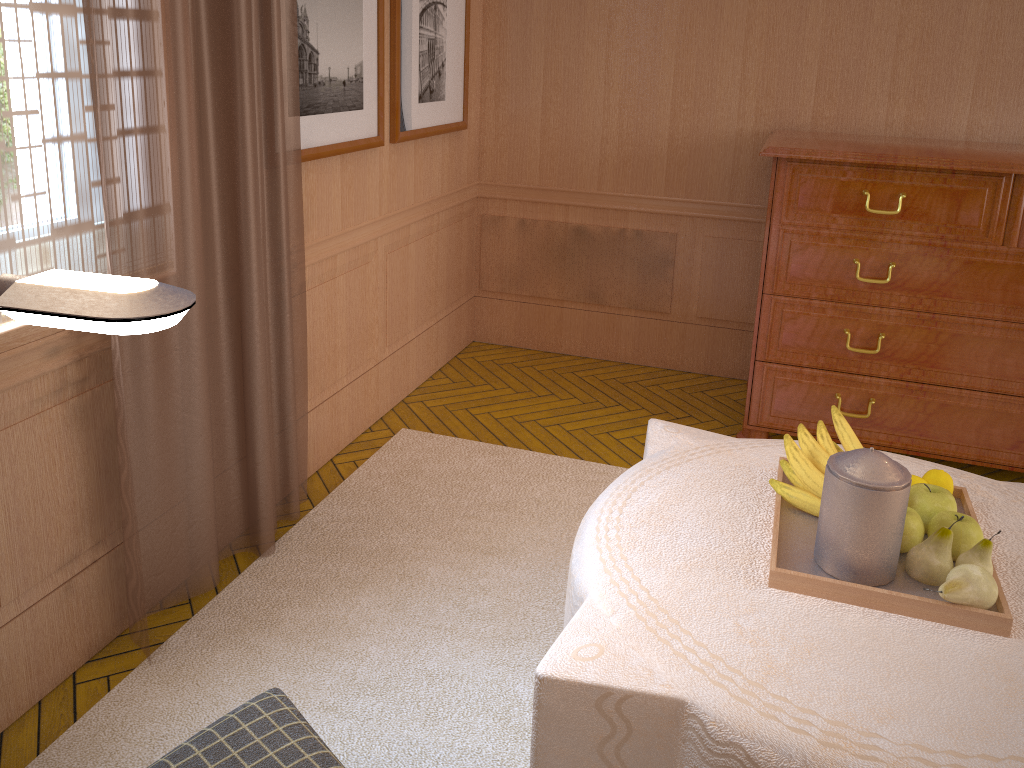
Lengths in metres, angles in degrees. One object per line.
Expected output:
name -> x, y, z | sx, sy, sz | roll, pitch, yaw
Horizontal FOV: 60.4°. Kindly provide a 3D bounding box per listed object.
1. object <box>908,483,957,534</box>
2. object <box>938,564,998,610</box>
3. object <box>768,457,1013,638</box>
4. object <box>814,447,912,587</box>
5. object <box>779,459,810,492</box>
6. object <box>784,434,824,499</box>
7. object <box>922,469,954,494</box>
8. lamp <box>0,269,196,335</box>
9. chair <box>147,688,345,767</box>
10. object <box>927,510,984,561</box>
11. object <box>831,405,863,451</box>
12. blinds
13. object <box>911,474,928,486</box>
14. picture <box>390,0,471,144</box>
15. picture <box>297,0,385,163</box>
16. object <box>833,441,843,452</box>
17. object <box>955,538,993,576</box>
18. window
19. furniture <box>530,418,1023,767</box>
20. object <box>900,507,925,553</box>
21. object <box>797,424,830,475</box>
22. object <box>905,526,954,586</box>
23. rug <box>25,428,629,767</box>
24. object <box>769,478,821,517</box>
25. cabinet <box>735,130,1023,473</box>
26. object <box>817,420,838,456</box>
object -> 1.374, 0.413, 2.907 | 0.170, 0.143, 0.177 | -7, 20, -25
object -> 1.289, 0.588, 2.482 | 0.135, 0.124, 0.198 | 15, 23, 35
object -> 1.185, 0.485, 2.863 | 0.641, 0.058, 0.825 | 9, 22, 16
object -> 1.053, 0.370, 2.640 | 0.234, 0.380, 0.242 | -2, 17, -15
object -> 1.082, 0.342, 2.994 | 0.062, 0.176, 0.402 | -12, 24, -40
object -> 1.059, 0.307, 2.939 | 0.382, 0.154, 0.105 | 19, 24, 39
object -> 1.492, 0.364, 3.095 | 0.114, 0.129, 0.110 | -6, 19, -24
lamp -> -0.913, 0.744, 1.754 | 0.631, 1.966, 0.580 | -3, 16, -20
chair -> -0.506, 1.062, 1.034 | 1.944, 1.915, 1.748 | 18, 24, 40
object -> 1.385, 0.478, 2.751 | 0.160, 0.131, 0.160 | 9, 20, 21
object -> 1.206, 0.228, 3.040 | 0.071, 0.163, 0.418 | 1, 20, -5
blinds -> -1.240, -1.378, 3.563 | 0.267, 4.647, 1.487 | 6, 16, 15
object -> 1.396, 0.371, 3.082 | 0.134, 0.107, 0.114 | 9, 19, 20
picture -> -0.527, -2.310, 5.959 | 0.048, 1.211, 1.287 | 7, 19, 16
picture -> -0.970, -1.833, 4.664 | 0.048, 1.211, 1.287 | 7, 19, 16
object -> 1.217, 0.301, 3.058 | 0.072, 0.167, 0.410 | 0, 20, -6
object -> 1.365, 0.521, 2.593 | 0.099, 0.144, 0.100 | -10, 21, -35
window -> -2.079, -1.688, 2.494 | 0.850, 3.276, 2.504 | 7, 18, 17
furniture -> 1.144, 0.962, 2.908 | 1.956, 0.873, 2.012 | 7, 21, 14
object -> 1.218, 0.458, 2.787 | 0.160, 0.131, 0.160 | 9, 20, 21
object -> 1.095, 0.257, 3.029 | 0.091, 0.124, 0.421 | -5, 22, -22
object -> 1.255, 0.515, 2.637 | 0.131, 0.191, 0.133 | -10, 21, -35
rug -> 2.116, 1.902, 1.792 | 7.988, 0.019, 6.180 | 9, 22, 17
object -> 1.049, 0.360, 2.939 | 0.396, 0.180, 0.073 | 14, 20, 31
cabinet -> 2.916, -0.484, 5.526 | 2.777, 1.886, 1.457 | 8, 18, 17
object -> 1.142, 0.278, 3.026 | 0.065, 0.166, 0.389 | -2, 20, -15
